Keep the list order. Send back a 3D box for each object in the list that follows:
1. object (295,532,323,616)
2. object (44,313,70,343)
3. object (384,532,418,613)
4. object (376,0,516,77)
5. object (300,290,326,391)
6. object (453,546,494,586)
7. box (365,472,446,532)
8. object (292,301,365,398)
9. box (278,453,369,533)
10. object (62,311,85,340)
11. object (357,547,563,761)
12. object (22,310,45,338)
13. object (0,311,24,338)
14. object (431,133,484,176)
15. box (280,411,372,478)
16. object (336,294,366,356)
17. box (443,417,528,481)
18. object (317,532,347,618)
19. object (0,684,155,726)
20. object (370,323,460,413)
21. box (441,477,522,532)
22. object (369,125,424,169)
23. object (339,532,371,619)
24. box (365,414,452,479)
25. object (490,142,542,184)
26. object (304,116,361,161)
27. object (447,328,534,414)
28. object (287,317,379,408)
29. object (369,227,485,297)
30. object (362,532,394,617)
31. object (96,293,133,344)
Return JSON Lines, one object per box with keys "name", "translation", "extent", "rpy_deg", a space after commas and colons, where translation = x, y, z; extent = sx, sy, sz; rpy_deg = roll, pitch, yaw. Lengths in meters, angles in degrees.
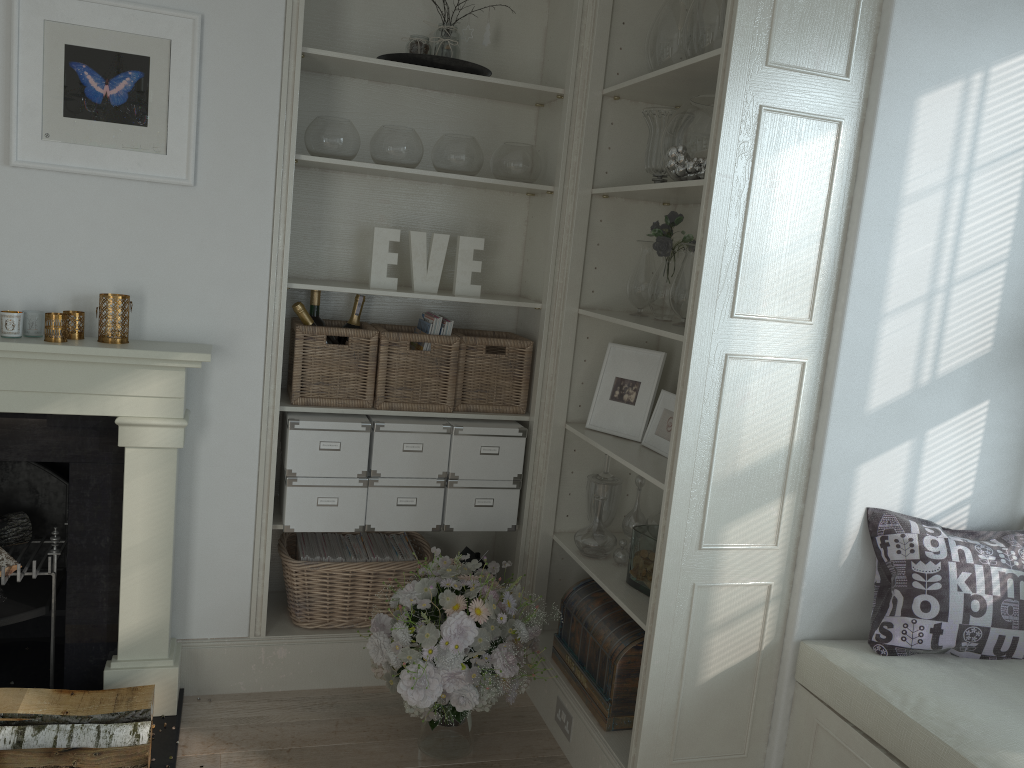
{"name": "object", "translation": [-0.735, 0.688, 3.209], "extent": [0.088, 0.238, 0.274], "rpy_deg": [3, 9, -17]}
{"name": "object", "translation": [-1.292, -0.160, 2.514], "extent": [0.060, 0.079, 0.060], "rpy_deg": [14, 12, 43]}
{"name": "object", "translation": [-0.425, 0.706, 3.300], "extent": [0.088, 0.238, 0.274], "rpy_deg": [3, 9, -18]}
{"name": "object", "translation": [-0.219, -1.290, 3.007], "extent": [0.457, 0.485, 0.399], "rpy_deg": [9, 9, 22]}
{"name": "object", "translation": [-0.707, -0.164, 3.145], "extent": [0.095, 0.377, 0.095], "rpy_deg": [9, 9, 18]}
{"name": "object", "translation": [-0.155, 0.745, 3.351], "extent": [0.135, 0.248, 0.135], "rpy_deg": [1, 10, -28]}
{"name": "box", "translation": [-0.423, 0.382, 3.231], "extent": [0.270, 0.191, 0.400], "rpy_deg": [3, 9, -18]}
{"name": "object", "translation": [-0.631, -0.114, 3.048], "extent": [0.284, 0.332, 0.095], "rpy_deg": [-1, 11, -38]}
{"name": "box", "translation": [-0.676, 0.370, 3.141], "extent": [0.270, 0.191, 0.400], "rpy_deg": [3, 9, -18]}
{"name": "object", "translation": [-1.285, -0.172, 2.599], "extent": [0.060, 0.079, 0.060], "rpy_deg": [13, 11, 39]}
{"name": "object", "translation": [-0.178, 0.836, 2.769], "extent": [0.544, 0.643, 0.570], "rpy_deg": [1, 10, -26]}
{"name": "object", "translation": [-1.382, -0.173, 2.560], "extent": [0.060, 0.073, 0.060], "rpy_deg": [13, 11, 38]}
{"name": "object", "translation": [-1.413, -0.167, 2.503], "extent": [0.060, 0.073, 0.060], "rpy_deg": [13, 11, 38]}
{"name": "object", "translation": [-0.189, -0.793, 3.092], "extent": [0.185, 0.140, 0.185], "rpy_deg": [6, 9, 2]}
{"name": "box", "translation": [-0.662, 0.182, 3.111], "extent": [0.270, 0.191, 0.400], "rpy_deg": [3, 9, -18]}
{"name": "object", "translation": [-0.599, -0.145, 3.184], "extent": [0.127, 0.361, 0.094], "rpy_deg": [3, 9, -18]}
{"name": "box", "translation": [-0.140, 0.210, 3.278], "extent": [0.270, 0.191, 0.400], "rpy_deg": [3, 9, -18]}
{"name": "object", "translation": [-0.663, 0.693, 3.224], "extent": [0.088, 0.238, 0.274], "rpy_deg": [3, 9, -17]}
{"name": "object", "translation": [-1.268, 0.934, 2.527], "extent": [0.459, 0.083, 0.150], "rpy_deg": [3, 9, -16]}
{"name": "object", "translation": [-0.363, -0.061, 3.183], "extent": [0.276, 0.270, 0.275], "rpy_deg": [3, 9, -18]}
{"name": "box", "translation": [-0.160, 0.396, 3.314], "extent": [0.270, 0.191, 0.400], "rpy_deg": [3, 9, -18]}
{"name": "object", "translation": [-0.394, -0.803, 3.026], "extent": [0.185, 0.140, 0.185], "rpy_deg": [6, 9, 2]}
{"name": "object", "translation": [-0.585, 0.698, 3.249], "extent": [0.088, 0.238, 0.274], "rpy_deg": [3, 9, -18]}
{"name": "box", "translation": [-0.399, 0.194, 3.207], "extent": [0.270, 0.191, 0.400], "rpy_deg": [3, 9, -18]}
{"name": "object", "translation": [0.015, -0.782, 3.158], "extent": [0.185, 0.140, 0.185], "rpy_deg": [6, 9, 2]}
{"name": "object", "translation": [-0.599, -0.814, 2.961], "extent": [0.185, 0.140, 0.185], "rpy_deg": [6, 9, 2]}
{"name": "object", "translation": [-0.105, -0.052, 3.297], "extent": [0.276, 0.270, 0.275], "rpy_deg": [3, 9, -18]}
{"name": "object", "translation": [-0.635, -0.079, 3.116], "extent": [0.276, 0.270, 0.275], "rpy_deg": [3, 9, -18]}
{"name": "object", "translation": [-0.295, -0.424, 3.101], "extent": [0.393, 0.207, 0.039], "rpy_deg": [3, 9, -18]}
{"name": "object", "translation": [-0.503, 0.702, 3.275], "extent": [0.088, 0.238, 0.274], "rpy_deg": [3, 9, -17]}
{"name": "object", "translation": [-1.169, -0.192, 2.607], "extent": [0.087, 0.140, 0.090], "rpy_deg": [9, 9, 19]}
